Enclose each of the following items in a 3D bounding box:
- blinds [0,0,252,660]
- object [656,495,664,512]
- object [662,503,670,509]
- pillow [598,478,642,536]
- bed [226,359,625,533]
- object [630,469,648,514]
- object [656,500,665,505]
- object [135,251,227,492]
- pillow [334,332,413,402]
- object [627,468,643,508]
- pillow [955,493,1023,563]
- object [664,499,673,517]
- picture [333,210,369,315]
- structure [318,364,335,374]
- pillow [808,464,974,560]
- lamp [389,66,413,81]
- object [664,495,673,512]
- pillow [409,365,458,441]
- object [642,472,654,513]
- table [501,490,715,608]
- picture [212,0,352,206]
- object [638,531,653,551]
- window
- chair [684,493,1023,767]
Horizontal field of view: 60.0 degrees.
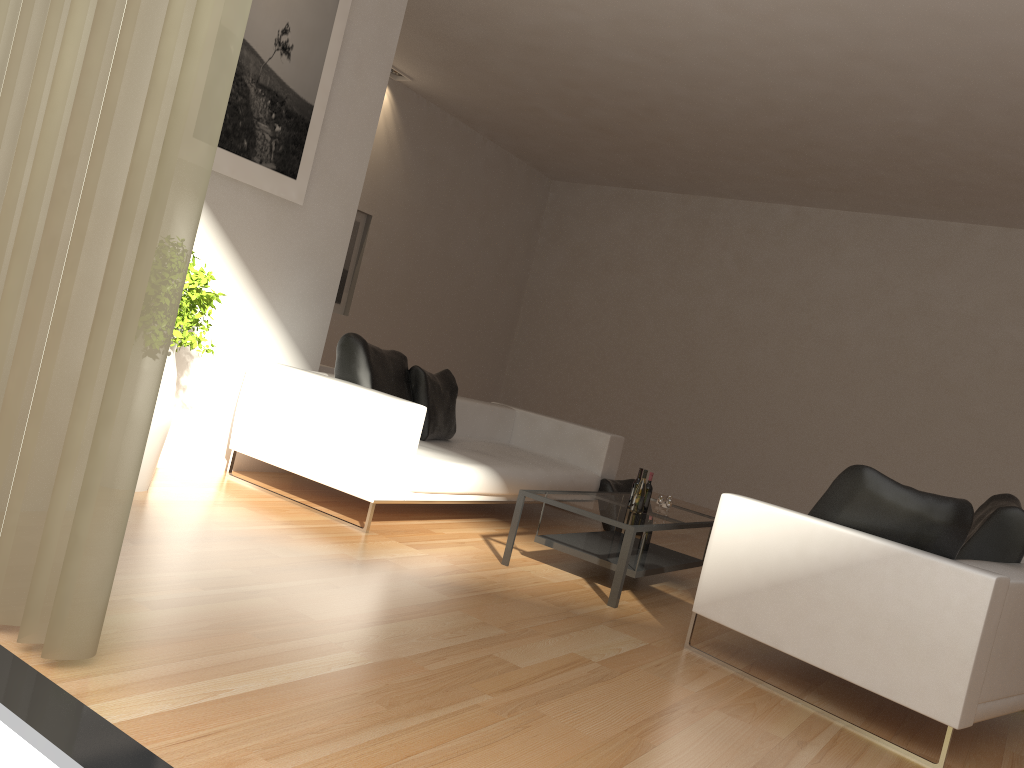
[{"bbox_3d":[-1.297,-1.289,2.675,1.409,3.861,0.143,14,1,29],"label":"blinds"},{"bbox_3d":[0.905,0.732,5.429,0.039,0.101,0.039,14,1,-10],"label":"object"},{"bbox_3d":[0.990,0.783,5.696,0.052,0.021,0.052,13,1,-35],"label":"object"},{"bbox_3d":[0.895,0.997,7.198,0.503,0.457,0.340,13,1,-39],"label":"pillow"},{"bbox_3d":[-0.395,0.502,6.410,1.262,0.761,3.075,14,1,32],"label":"bed"},{"bbox_3d":[0.745,0.622,5.130,0.068,0.257,0.067,13,1,-40],"label":"object"},{"bbox_3d":[0.975,0.777,5.819,0.052,0.021,0.052,14,1,10],"label":"object"},{"bbox_3d":[-1.883,-0.122,4.581,0.570,1.324,0.631,13,1,-43],"label":"object"},{"bbox_3d":[-0.882,0.045,5.748,0.346,0.666,0.755,14,1,18],"label":"pillow"},{"bbox_3d":[0.748,0.626,5.323,0.057,0.248,0.057,13,1,-40],"label":"object"},{"bbox_3d":[2.355,0.859,4.453,0.324,0.666,0.506,14,1,22],"label":"pillow"},{"bbox_3d":[0.936,0.742,5.315,0.039,0.101,0.039,14,1,-16],"label":"object"},{"bbox_3d":[-1.883,-1.326,9.282,0.005,1.155,0.802,14,1,32],"label":"picture"},{"bbox_3d":[-2.895,-0.444,6.211,1.839,1.403,4.625,14,1,32],"label":"structure"},{"bbox_3d":[1.574,0.670,3.825,0.660,0.598,0.291,14,1,21],"label":"pillow"},{"bbox_3d":[-1.234,-3.295,9.138,0.243,0.166,0.446,14,1,32],"label":"lamp"},{"bbox_3d":[0.980,0.749,5.562,0.039,0.101,0.039,14,1,-10],"label":"object"},{"bbox_3d":[-0.569,0.139,6.310,0.270,0.524,0.628,14,1,16],"label":"pillow"},{"bbox_3d":[0.796,0.640,5.229,0.059,0.244,0.059,14,1,32],"label":"object"},{"bbox_3d":[0.684,0.968,5.364,0.709,0.460,1.566,14,1,32],"label":"table"},{"bbox_3d":[-1.422,-1.889,5.234,0.004,1.431,0.979,14,1,32],"label":"picture"},{"bbox_3d":[0.838,0.927,5.511,0.065,0.217,0.065,14,1,14],"label":"object"},{"bbox_3d":[0.175,-0.571,1.426,5.198,3.189,0.152,14,1,32],"label":"window"},{"bbox_3d":[1.842,1.084,4.238,1.671,0.761,1.262,13,1,-43],"label":"chair"}]
